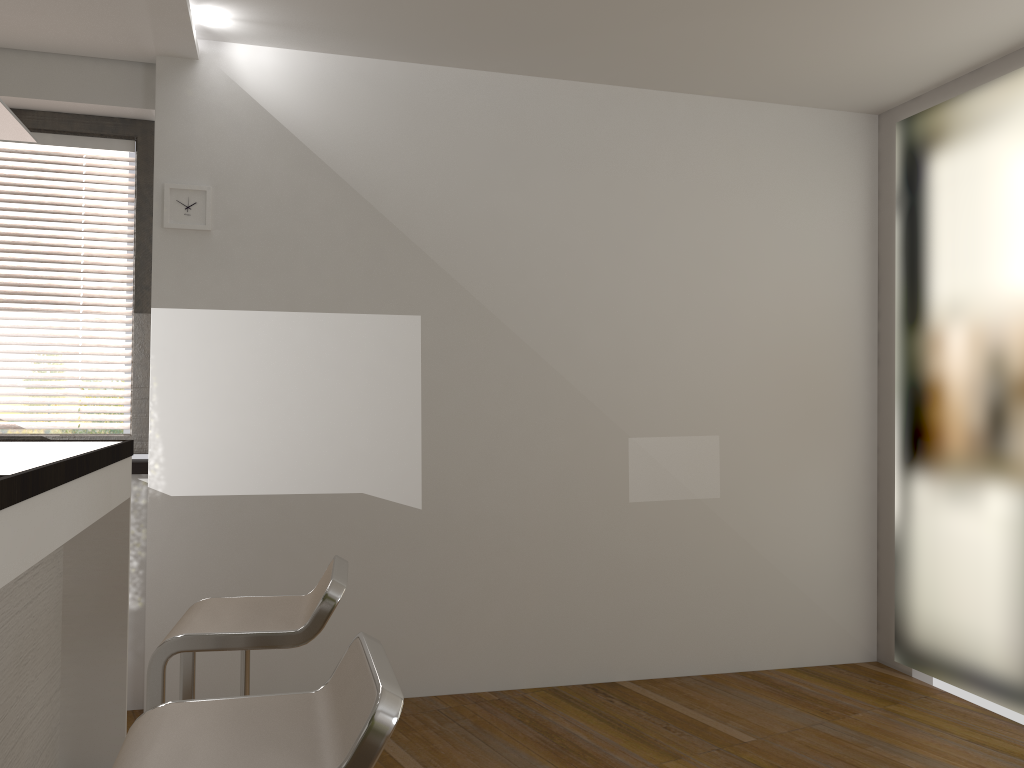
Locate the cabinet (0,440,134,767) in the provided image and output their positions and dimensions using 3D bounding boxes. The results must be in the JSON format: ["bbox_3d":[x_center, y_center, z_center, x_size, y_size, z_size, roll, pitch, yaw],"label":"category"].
[{"bbox_3d":[-1.247,0.731,1.552,0.663,1.134,2.947,1,-1,-15],"label":"cabinet"}]

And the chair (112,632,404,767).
[{"bbox_3d":[-0.429,0.876,1.419,0.460,0.857,0.418,1,-1,-15],"label":"chair"}]

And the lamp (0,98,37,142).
[{"bbox_3d":[-1.250,-1.025,1.617,0.326,0.683,1.677,1,-1,-15],"label":"lamp"}]

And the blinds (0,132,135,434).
[{"bbox_3d":[-5.669,-2.940,5.847,9.030,12.704,16.000,0,-1,24],"label":"blinds"}]

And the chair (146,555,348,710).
[{"bbox_3d":[-0.653,0.890,2.235,0.460,0.857,0.418,1,-1,-10],"label":"chair"}]

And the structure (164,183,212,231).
[{"bbox_3d":[-1.316,-0.717,3.602,0.180,0.180,0.026,1,-1,-15],"label":"structure"}]
